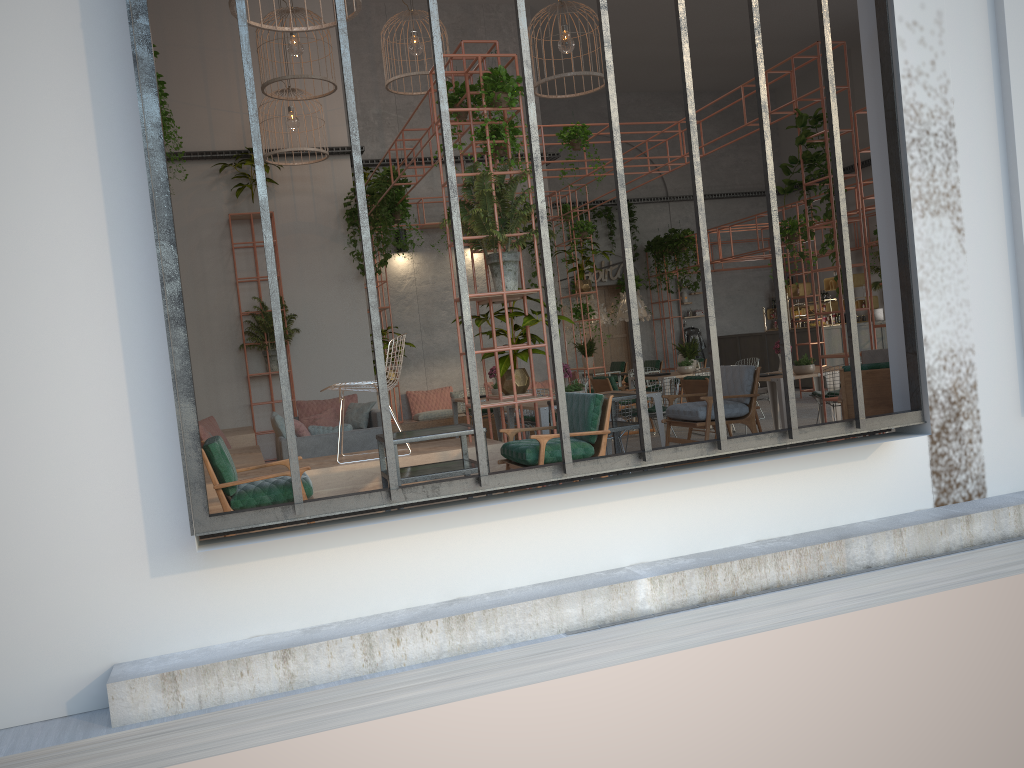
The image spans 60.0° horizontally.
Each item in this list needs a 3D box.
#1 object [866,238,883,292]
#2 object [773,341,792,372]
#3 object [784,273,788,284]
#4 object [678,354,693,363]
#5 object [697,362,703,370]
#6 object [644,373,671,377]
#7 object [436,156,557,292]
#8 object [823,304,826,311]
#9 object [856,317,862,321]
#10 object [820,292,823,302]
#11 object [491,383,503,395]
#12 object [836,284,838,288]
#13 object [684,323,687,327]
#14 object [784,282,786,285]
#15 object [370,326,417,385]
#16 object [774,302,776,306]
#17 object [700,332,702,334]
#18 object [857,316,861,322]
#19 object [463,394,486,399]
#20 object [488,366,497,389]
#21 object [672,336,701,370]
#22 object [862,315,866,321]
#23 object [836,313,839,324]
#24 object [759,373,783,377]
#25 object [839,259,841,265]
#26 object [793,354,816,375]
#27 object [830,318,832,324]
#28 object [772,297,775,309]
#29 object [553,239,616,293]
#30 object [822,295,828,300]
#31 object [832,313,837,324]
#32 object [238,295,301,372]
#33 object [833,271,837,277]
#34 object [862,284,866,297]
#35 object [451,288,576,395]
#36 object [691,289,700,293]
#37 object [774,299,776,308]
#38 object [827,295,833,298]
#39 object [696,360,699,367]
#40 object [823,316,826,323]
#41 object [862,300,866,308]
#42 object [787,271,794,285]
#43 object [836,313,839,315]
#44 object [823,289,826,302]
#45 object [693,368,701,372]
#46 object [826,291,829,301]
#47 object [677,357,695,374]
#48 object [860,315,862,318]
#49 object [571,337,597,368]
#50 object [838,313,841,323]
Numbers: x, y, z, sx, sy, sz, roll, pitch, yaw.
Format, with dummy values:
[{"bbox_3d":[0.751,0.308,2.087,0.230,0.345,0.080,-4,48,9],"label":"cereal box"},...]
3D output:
[{"bbox_3d":[4.248,-1.223,9.429,0.894,1.100,0.900,-6,2,12],"label":"object"},{"bbox_3d":[3.371,-0.356,11.028,0.213,0.414,0.225,-7,3,-25],"label":"object"},{"bbox_3d":[6.778,-2.581,21.870,0.134,0.301,0.134,-7,3,-28],"label":"object"},{"bbox_3d":[2.673,-0.340,13.628,0.241,0.313,0.241,-5,3,28],"label":"object"},{"bbox_3d":[2.882,-0.275,13.553,0.095,0.119,0.095,-6,2,7],"label":"object"},{"bbox_3d":[2.170,-0.141,13.318,0.268,0.031,0.427,-7,2,-17],"label":"object"},{"bbox_3d":[-0.102,-1.285,7.116,0.894,1.101,0.900,-4,3,37],"label":"object"},{"bbox_3d":[7.183,-1.730,20.306,0.072,0.248,0.094,-7,2,-17],"label":"object"},{"bbox_3d":[7.613,-1.422,19.470,0.115,0.107,0.115,-7,2,-11],"label":"object"},{"bbox_3d":[7.118,-2.027,20.403,0.066,0.291,0.066,-4,3,43],"label":"object"},{"bbox_3d":[-0.162,0.051,12.051,0.248,0.247,0.254,-7,2,-17],"label":"object"},{"bbox_3d":[7.314,-2.192,19.822,0.123,0.142,0.141,-7,2,-17],"label":"object"},{"bbox_3d":[4.261,-1.460,21.815,0.093,0.121,0.049,-7,2,-15],"label":"object"},{"bbox_3d":[6.666,-2.471,21.667,0.088,0.123,0.088,-4,3,39],"label":"object"},{"bbox_3d":[-1.972,-0.444,13.864,0.934,0.919,0.903,-4,3,44],"label":"object"},{"bbox_3d":[6.600,-1.970,22.141,0.115,0.147,0.115,-5,3,28],"label":"object"},{"bbox_3d":[4.681,-1.256,21.955,0.033,0.146,0.070,-4,3,44],"label":"object"},{"bbox_3d":[7.573,-1.426,19.374,0.073,0.131,0.073,-7,3,-24],"label":"object"},{"bbox_3d":[-0.508,0.178,12.484,0.268,0.031,0.427,-7,2,-17],"label":"object"},{"bbox_3d":[-0.227,-0.056,12.778,0.213,0.414,0.225,-7,3,-25],"label":"object"},{"bbox_3d":[2.649,-0.442,13.296,0.438,0.527,0.368,-7,2,-17],"label":"object"},{"bbox_3d":[7.707,-1.442,19.422,0.073,0.131,0.073,-7,3,-24],"label":"object"},{"bbox_3d":[7.322,-1.481,19.937,0.082,0.246,0.082,-5,2,15],"label":"object"},{"bbox_3d":[3.019,-0.099,10.667,0.268,0.031,0.427,-7,2,-17],"label":"object"},{"bbox_3d":[7.368,-2.604,19.842,0.134,0.386,0.134,-7,3,-28],"label":"object"},{"bbox_3d":[3.365,-0.226,10.235,0.247,0.247,0.252,-7,2,-17],"label":"object"},{"bbox_3d":[7.261,-1.468,20.137,0.073,0.219,0.105,-7,2,-11],"label":"object"},{"bbox_3d":[6.546,-2.040,22.235,0.066,0.291,0.066,-4,3,43],"label":"object"},{"bbox_3d":[1.222,-2.004,14.821,0.934,0.947,0.903,-5,3,34],"label":"object"},{"bbox_3d":[7.172,-1.957,20.308,0.115,0.147,0.115,-6,2,-8],"label":"object"},{"bbox_3d":[7.297,-1.483,20.035,0.072,0.248,0.094,-7,2,-17],"label":"object"},{"bbox_3d":[-3.498,-0.726,12.821,0.894,1.097,0.900,-6,2,12],"label":"object"},{"bbox_3d":[7.238,-2.458,19.835,0.088,0.123,0.088,-4,3,39],"label":"object"},{"bbox_3d":[7.638,-2.025,19.206,0.075,0.273,0.075,-7,3,-28],"label":"object"},{"bbox_3d":[0.041,-0.378,7.595,0.934,0.923,0.903,-4,3,39],"label":"object"},{"bbox_3d":[4.521,-2.297,21.843,0.263,0.101,0.013,-7,2,-17],"label":"object"},{"bbox_3d":[6.619,-2.049,22.259,0.066,0.291,0.066,-7,2,-11],"label":"object"},{"bbox_3d":[7.296,-1.971,20.347,0.115,0.147,0.115,-6,2,-8],"label":"object"},{"bbox_3d":[2.784,-0.285,13.746,0.165,0.154,0.210,-7,3,-27],"label":"object"},{"bbox_3d":[7.180,-1.464,20.363,0.070,0.209,0.070,-5,3,33],"label":"object"},{"bbox_3d":[7.605,-1.699,19.055,0.131,0.207,0.131,-5,3,28],"label":"object"},{"bbox_3d":[6.796,-2.618,21.674,0.134,0.386,0.134,-5,2,17],"label":"object"},{"bbox_3d":[7.366,-1.491,20.055,0.072,0.248,0.094,-7,2,-17],"label":"object"},{"bbox_3d":[7.191,-2.036,20.426,0.066,0.291,0.066,-7,2,-11],"label":"object"},{"bbox_3d":[2.731,-0.212,13.117,0.115,0.078,0.115,-7,2,-12],"label":"object"},{"bbox_3d":[7.269,-2.045,20.448,0.066,0.291,0.066,-5,2,23],"label":"object"},{"bbox_3d":[2.516,-0.268,12.885,0.248,0.247,0.254,-7,2,-17],"label":"object"},{"bbox_3d":[7.668,-1.443,19.549,0.073,0.131,0.073,-4,3,44],"label":"object"},{"bbox_3d":[1.255,-0.535,14.928,0.438,0.527,0.368,-7,2,-17],"label":"object"},{"bbox_3d":[7.350,-1.503,19.859,0.066,0.291,0.066,-8,3,-33],"label":"object"}]
